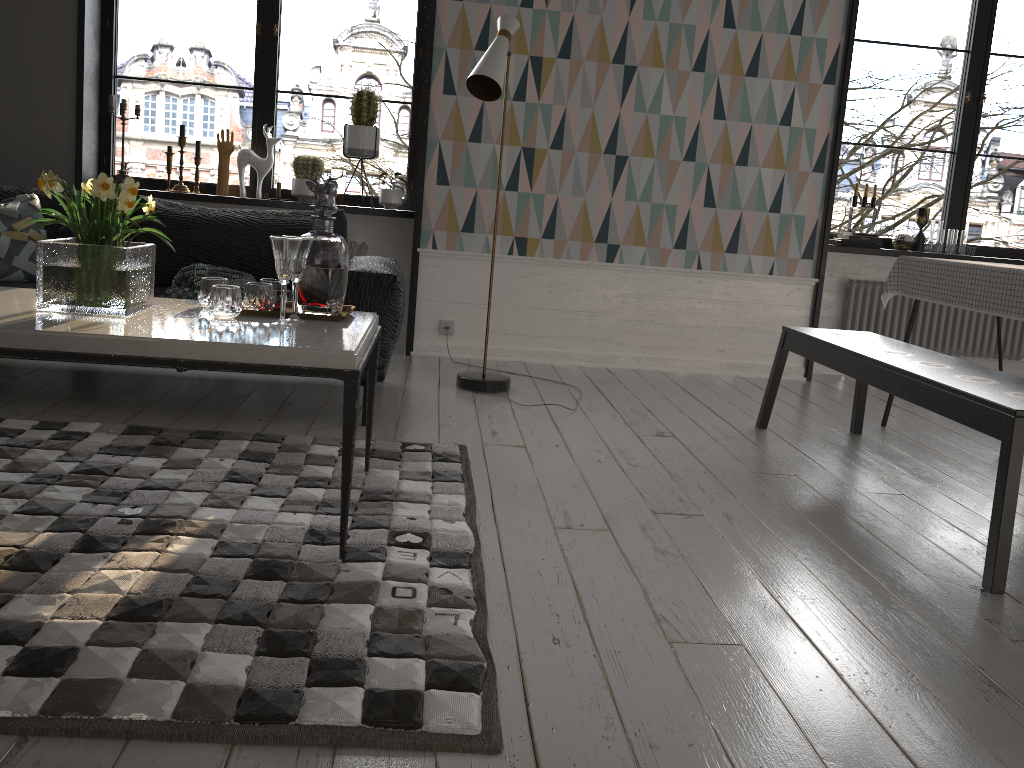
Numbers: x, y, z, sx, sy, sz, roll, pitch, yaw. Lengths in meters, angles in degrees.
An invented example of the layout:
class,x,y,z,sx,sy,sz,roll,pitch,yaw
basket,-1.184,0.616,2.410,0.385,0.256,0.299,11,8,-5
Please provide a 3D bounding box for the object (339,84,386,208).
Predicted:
class,x,y,z,sx,sy,sz,roll,pitch,yaw
object,-0.819,-1.302,4.822,0.236,0.664,0.230,-1,10,-34

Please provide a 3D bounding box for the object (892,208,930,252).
class,x,y,z,sx,sy,sz,roll,pitch,yaw
object,2.341,-0.908,5.186,0.194,0.254,0.116,5,8,5

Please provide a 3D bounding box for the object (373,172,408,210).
class,x,y,z,sx,sy,sz,roll,pitch,yaw
object,-0.664,-1.058,4.843,0.171,0.202,0.249,4,10,-3

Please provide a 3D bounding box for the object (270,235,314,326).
class,x,y,z,sx,sy,sz,roll,pitch,yaw
object,-0.580,-0.272,2.315,0.082,0.225,0.169,6,9,6

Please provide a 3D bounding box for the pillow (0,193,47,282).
class,x,y,z,sx,sy,sz,roll,pitch,yaw
pillow,-2.214,-0.576,3.457,0.798,0.359,0.448,0,11,-23

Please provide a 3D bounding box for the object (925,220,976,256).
class,x,y,z,sx,sy,sz,roll,pitch,yaw
object,2.583,-0.863,5.223,0.268,0.190,0.155,4,9,-5

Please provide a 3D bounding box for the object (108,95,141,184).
class,x,y,z,sx,sy,sz,roll,pitch,yaw
object,-2.112,-1.303,4.767,0.163,0.486,0.145,9,9,30

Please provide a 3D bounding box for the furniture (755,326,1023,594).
class,x,y,z,sx,sy,sz,roll,pitch,yaw
furniture,1.374,0.144,3.017,0.465,0.451,1.688,4,11,-5

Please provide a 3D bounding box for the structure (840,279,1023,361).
class,x,y,z,sx,sy,sz,roll,pitch,yaw
structure,2.605,-0.390,5.429,1.222,0.424,0.150,3,8,-7

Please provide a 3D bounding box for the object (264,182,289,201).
class,x,y,z,sx,sy,sz,roll,pitch,yaw
object,-1.283,-1.059,4.867,0.123,0.098,0.124,8,10,17

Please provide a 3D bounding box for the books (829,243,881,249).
class,x,y,z,sx,sy,sz,roll,pitch,yaw
books,1.993,-0.811,5.180,0.268,0.011,0.163,4,11,-2

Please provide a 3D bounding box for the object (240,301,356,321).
class,x,y,z,sx,sy,sz,roll,pitch,yaw
object,-0.616,-0.212,2.523,0.318,0.015,0.249,4,11,-5

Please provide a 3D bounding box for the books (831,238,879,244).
class,x,y,z,sx,sy,sz,roll,pitch,yaw
books,2.006,-0.840,5.180,0.216,0.011,0.176,5,11,0

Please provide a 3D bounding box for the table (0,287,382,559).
class,x,y,z,sx,sy,sz,roll,pitch,yaw
table,-1.109,0.060,2.302,1.455,0.506,0.740,4,10,-5

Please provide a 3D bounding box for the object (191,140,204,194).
class,x,y,z,sx,sy,sz,roll,pitch,yaw
object,-1.730,-1.197,4.866,0.076,0.298,0.076,8,8,25

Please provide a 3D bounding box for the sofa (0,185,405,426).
class,x,y,z,sx,sy,sz,roll,pitch,yaw
sofa,-1.616,-0.373,3.588,2.339,0.790,0.981,4,10,-6

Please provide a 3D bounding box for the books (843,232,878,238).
class,x,y,z,sx,sy,sz,roll,pitch,yaw
books,2.036,-0.871,5.167,0.153,0.016,0.125,4,11,-4

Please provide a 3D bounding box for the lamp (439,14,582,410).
class,x,y,z,sx,sy,sz,roll,pitch,yaw
lamp,0.050,-0.851,4.314,0.679,1.687,1.259,4,9,-7

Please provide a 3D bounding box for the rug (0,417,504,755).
class,x,y,z,sx,sy,sz,roll,pitch,yaw
rug,-1.339,0.313,2.157,2.525,0.034,1.789,4,11,-5

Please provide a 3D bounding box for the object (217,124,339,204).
class,x,y,z,sx,sy,sz,roll,pitch,yaw
object,-1.283,-1.209,4.856,0.662,0.406,0.136,4,8,-4

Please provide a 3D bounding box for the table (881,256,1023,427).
class,x,y,z,sx,sy,sz,roll,pitch,yaw
table,2.168,0.026,3.096,0.931,0.776,2.048,4,11,-6

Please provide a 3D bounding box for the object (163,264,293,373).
class,x,y,z,sx,sy,sz,roll,pitch,yaw
object,-0.993,-0.252,3.358,0.666,0.326,0.496,3,10,-10

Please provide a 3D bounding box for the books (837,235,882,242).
class,x,y,z,sx,sy,sz,roll,pitch,yaw
books,2.031,-0.853,5.173,0.198,0.021,0.164,4,11,-4

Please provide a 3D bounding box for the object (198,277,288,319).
class,x,y,z,sx,sy,sz,roll,pitch,yaw
object,-0.726,-0.237,2.449,0.246,0.086,0.282,-1,12,-27

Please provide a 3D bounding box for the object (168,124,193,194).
class,x,y,z,sx,sy,sz,roll,pitch,yaw
object,-1.794,-1.227,4.805,0.123,0.372,0.124,5,8,-1

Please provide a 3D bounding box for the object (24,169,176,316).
class,x,y,z,sx,sy,sz,roll,pitch,yaw
object,-1.070,-0.367,2.272,0.351,0.348,0.328,4,9,-3

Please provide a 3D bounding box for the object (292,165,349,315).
class,x,y,z,sx,sy,sz,roll,pitch,yaw
object,-0.537,-0.406,2.514,0.148,0.413,0.157,7,8,14

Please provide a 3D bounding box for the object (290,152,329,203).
class,x,y,z,sx,sy,sz,roll,pitch,yaw
object,-1.136,-1.152,4.924,0.234,0.280,0.215,-1,10,-31

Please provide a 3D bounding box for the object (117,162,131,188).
class,x,y,z,sx,sy,sz,roll,pitch,yaw
object,-2.133,-1.154,4.868,0.084,0.150,0.085,4,8,-2

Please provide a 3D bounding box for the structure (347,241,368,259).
class,x,y,z,sx,sy,sz,roll,pitch,yaw
structure,-1.418,-0.644,5.066,1.222,0.424,0.150,3,8,-7

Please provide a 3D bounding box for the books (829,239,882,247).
class,x,y,z,sx,sy,sz,roll,pitch,yaw
books,1.996,-0.827,5.185,0.271,0.019,0.186,3,11,-6
